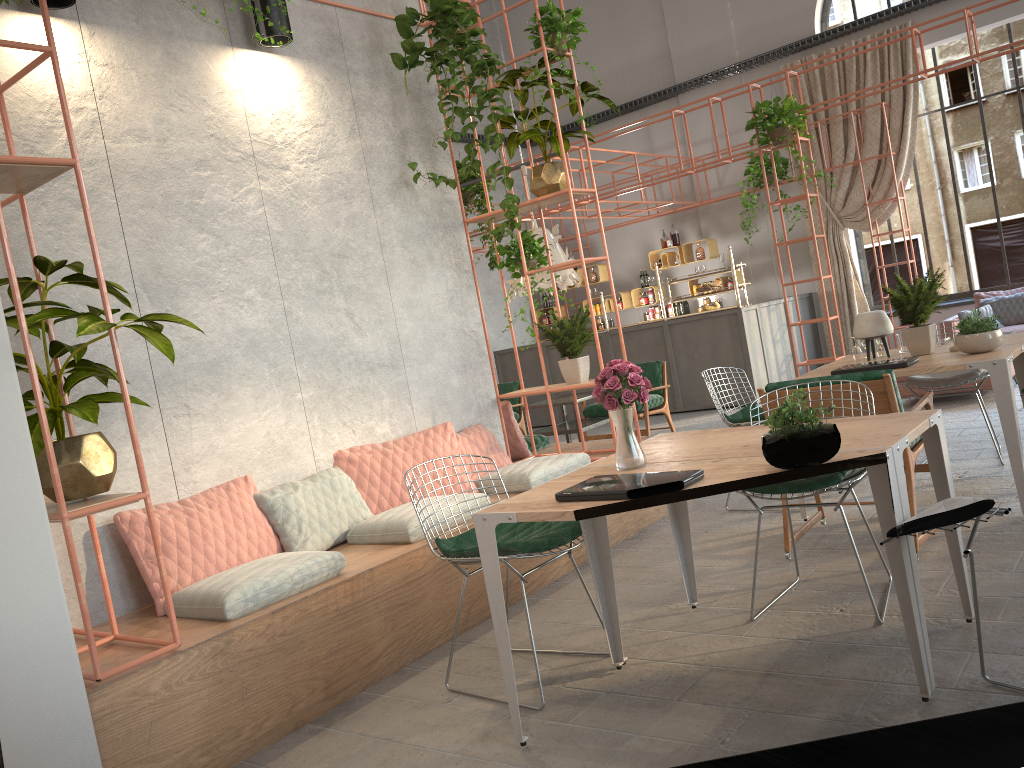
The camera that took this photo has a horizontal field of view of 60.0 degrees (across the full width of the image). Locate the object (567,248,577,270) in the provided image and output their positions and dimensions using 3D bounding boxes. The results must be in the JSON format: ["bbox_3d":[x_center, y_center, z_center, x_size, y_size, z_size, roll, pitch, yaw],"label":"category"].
[{"bbox_3d":[0.990,-2.074,14.727,0.134,0.386,0.134,-12,3,-18],"label":"object"}]

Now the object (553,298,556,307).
[{"bbox_3d":[0.727,-1.390,15.078,0.115,0.147,0.115,-11,3,-7],"label":"object"}]

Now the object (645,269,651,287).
[{"bbox_3d":[2.127,-1.665,13.954,0.066,0.291,0.066,-11,3,-12],"label":"object"}]

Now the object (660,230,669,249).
[{"bbox_3d":[2.358,-2.231,13.681,0.134,0.301,0.134,-9,3,27],"label":"object"}]

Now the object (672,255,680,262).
[{"bbox_3d":[2.493,-1.877,13.467,0.141,0.142,0.123,-8,4,39],"label":"object"}]

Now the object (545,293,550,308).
[{"bbox_3d":[0.589,-1.437,15.088,0.066,0.291,0.066,-8,4,45],"label":"object"}]

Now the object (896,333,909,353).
[{"bbox_3d":[2.534,-0.266,5.720,0.095,0.119,0.095,-12,3,-27],"label":"object"}]

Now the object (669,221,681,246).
[{"bbox_3d":[2.477,-2.288,13.531,0.134,0.386,0.134,-9,3,27],"label":"object"}]

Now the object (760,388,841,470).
[{"bbox_3d":[0.894,0.139,2.759,0.254,0.247,0.248,-8,4,39],"label":"object"}]

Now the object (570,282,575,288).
[{"bbox_3d":[1.006,-1.662,14.663,0.141,0.142,0.123,-8,4,39],"label":"object"}]

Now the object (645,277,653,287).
[{"bbox_3d":[2.134,-1.584,13.780,0.115,0.147,0.115,-13,4,-43],"label":"object"}]

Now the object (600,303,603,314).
[{"bbox_3d":[1.466,-1.223,14.330,0.069,0.191,0.069,-13,4,-34],"label":"object"}]

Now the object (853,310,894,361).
[{"bbox_3d":[2.313,-0.307,5.667,0.241,0.313,0.241,-11,3,-6],"label":"object"}]

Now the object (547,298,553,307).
[{"bbox_3d":[0.648,-1.369,14.976,0.115,0.147,0.115,-11,3,-7],"label":"object"}]

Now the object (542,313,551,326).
[{"bbox_3d":[0.576,-1.105,15.080,0.131,0.207,0.131,-11,3,-6],"label":"object"}]

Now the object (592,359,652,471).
[{"bbox_3d":[0.425,0.111,3.328,0.225,0.414,0.213,-9,4,31],"label":"object"}]

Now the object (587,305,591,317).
[{"bbox_3d":[1.269,-1.195,14.488,0.069,0.191,0.069,-11,3,-9],"label":"object"}]

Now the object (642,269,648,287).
[{"bbox_3d":[2.076,-1.652,13.892,0.066,0.291,0.066,-8,4,45],"label":"object"}]

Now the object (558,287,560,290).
[{"bbox_3d":[0.822,-1.644,14.900,0.097,0.148,0.097,-10,3,12],"label":"object"}]

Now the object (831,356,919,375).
[{"bbox_3d":[2.094,-0.102,5.121,0.427,0.031,0.268,-8,4,39],"label":"object"}]

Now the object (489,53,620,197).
[{"bbox_3d":[0.258,-1.727,5.909,0.934,0.947,0.903,-11,3,0],"label":"object"}]

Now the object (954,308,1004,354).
[{"bbox_3d":[2.603,-0.298,4.963,0.254,0.247,0.248,-8,4,39],"label":"object"}]

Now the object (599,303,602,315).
[{"bbox_3d":[1.425,-1.227,14.555,0.069,0.191,0.069,-13,4,-43],"label":"object"}]

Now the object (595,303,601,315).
[{"bbox_3d":[1.395,-1.213,14.387,0.069,0.191,0.069,-11,3,-16],"label":"object"}]

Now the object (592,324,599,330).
[{"bbox_3d":[1.363,-0.923,14.492,0.115,0.107,0.115,-10,3,6],"label":"object"}]

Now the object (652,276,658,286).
[{"bbox_3d":[2.214,-1.604,13.883,0.115,0.147,0.115,-13,4,-43],"label":"object"}]

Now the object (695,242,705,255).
[{"bbox_3d":[2.813,-1.987,13.276,0.137,0.261,0.137,-11,3,-15],"label":"object"}]

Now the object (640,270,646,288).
[{"bbox_3d":[2.030,-1.640,13.832,0.066,0.291,0.066,-10,3,8],"label":"object"}]

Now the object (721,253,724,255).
[{"bbox_3d":[3.120,-1.797,13.133,0.075,0.273,0.075,-9,3,27],"label":"object"}]

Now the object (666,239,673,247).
[{"bbox_3d":[2.391,-2.134,13.446,0.088,0.123,0.088,-10,3,5],"label":"object"}]

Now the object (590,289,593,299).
[{"bbox_3d":[1.294,-1.469,14.455,0.083,0.159,0.083,-13,4,-42],"label":"object"}]

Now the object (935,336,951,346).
[{"bbox_3d":[2.759,-0.273,5.818,0.218,0.041,0.218,-13,4,-43],"label":"object"}]

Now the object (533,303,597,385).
[{"bbox_3d":[0.401,-0.262,5.956,0.368,0.527,0.438,-8,4,39],"label":"object"}]

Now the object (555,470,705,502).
[{"bbox_3d":[0.385,0.335,2.917,0.427,0.031,0.268,-8,4,39],"label":"object"}]

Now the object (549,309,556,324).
[{"bbox_3d":[0.685,-1.146,14.971,0.094,0.248,0.072,-8,4,39],"label":"object"}]

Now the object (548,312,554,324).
[{"bbox_3d":[0.656,-1.126,15.200,0.131,0.207,0.131,-11,3,-6],"label":"object"}]

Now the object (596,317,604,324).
[{"bbox_3d":[1.435,-1.043,14.496,0.115,0.107,0.115,-12,3,-25],"label":"object"}]

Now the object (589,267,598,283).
[{"bbox_3d":[1.327,-1.773,14.472,0.137,0.261,0.137,-11,3,-15],"label":"object"}]

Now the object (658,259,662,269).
[{"bbox_3d":[2.308,-1.858,13.704,0.097,0.148,0.097,-9,4,35],"label":"object"}]

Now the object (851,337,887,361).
[{"bbox_3d":[2.345,-0.249,5.825,0.210,0.154,0.165,-9,3,28],"label":"object"}]

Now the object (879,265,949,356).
[{"bbox_3d":[2.464,-0.440,5.384,0.368,0.527,0.438,-8,4,39],"label":"object"}]

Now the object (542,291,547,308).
[{"bbox_3d":[0.543,-1.425,15.027,0.066,0.291,0.066,-10,3,8],"label":"object"}]

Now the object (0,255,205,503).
[{"bbox_3d":[-1.660,-0.032,3.263,0.934,0.919,0.903,-10,3,10],"label":"object"}]

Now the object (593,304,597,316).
[{"bbox_3d":[1.333,-1.204,14.437,0.069,0.191,0.069,-11,3,-10],"label":"object"}]

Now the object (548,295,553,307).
[{"bbox_3d":[0.640,-1.450,15.150,0.066,0.291,0.066,-11,3,-12],"label":"object"}]

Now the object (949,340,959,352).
[{"bbox_3d":[2.659,-0.236,5.273,0.115,0.078,0.115,-8,4,44],"label":"object"}]
